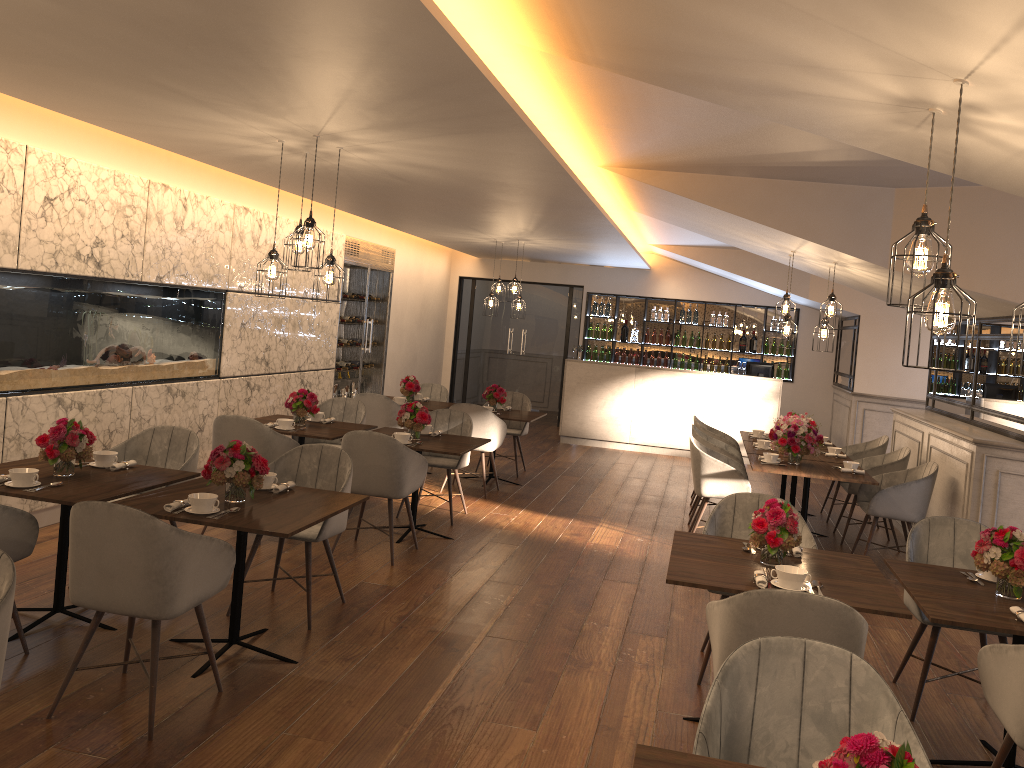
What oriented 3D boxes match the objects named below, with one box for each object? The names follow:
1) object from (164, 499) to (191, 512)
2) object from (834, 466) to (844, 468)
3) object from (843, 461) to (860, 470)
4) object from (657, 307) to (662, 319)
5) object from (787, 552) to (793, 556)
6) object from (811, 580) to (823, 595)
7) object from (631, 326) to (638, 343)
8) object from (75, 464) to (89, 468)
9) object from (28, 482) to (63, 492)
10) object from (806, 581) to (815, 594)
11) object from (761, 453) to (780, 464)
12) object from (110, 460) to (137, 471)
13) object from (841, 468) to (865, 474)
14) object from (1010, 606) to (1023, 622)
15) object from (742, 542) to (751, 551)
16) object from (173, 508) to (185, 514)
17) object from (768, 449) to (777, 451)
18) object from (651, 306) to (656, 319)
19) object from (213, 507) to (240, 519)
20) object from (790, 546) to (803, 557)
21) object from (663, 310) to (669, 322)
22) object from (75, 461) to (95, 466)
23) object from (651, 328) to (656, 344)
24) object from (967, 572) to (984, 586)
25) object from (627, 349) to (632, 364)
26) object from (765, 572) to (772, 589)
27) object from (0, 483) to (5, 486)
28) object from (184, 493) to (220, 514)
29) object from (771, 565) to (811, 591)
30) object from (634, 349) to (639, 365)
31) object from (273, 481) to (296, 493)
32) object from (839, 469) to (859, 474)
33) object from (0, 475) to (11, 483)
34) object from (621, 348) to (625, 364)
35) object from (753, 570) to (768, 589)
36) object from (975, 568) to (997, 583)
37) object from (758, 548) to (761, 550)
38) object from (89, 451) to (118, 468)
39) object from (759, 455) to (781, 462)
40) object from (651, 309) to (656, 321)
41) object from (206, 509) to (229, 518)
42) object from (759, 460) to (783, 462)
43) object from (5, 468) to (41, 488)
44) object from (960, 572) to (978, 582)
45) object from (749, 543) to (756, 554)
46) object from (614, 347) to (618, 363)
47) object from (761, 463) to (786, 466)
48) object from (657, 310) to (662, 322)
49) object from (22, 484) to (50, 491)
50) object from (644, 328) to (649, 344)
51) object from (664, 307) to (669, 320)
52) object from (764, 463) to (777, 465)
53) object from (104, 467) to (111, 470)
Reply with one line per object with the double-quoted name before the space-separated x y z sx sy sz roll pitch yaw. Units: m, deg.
"object" -1.463 0.530 3.892 0.056 0.039 0.176 6 4 12
"object" 2.660 0.671 7.056 0.197 0.015 0.043 6 4 9
"object" 2.656 0.650 6.941 0.148 0.072 0.149 3 4 -35
"object" 2.357 -1.127 14.100 0.069 0.208 0.040 5 1 12
"object" 1.263 0.761 4.046 0.025 0.024 0.193 5 4 12
"object" 1.205 0.802 3.465 0.043 0.015 0.197 5 4 8
"object" 1.968 -0.805 14.214 0.108 0.281 0.108 4 1 -32
"object" -2.232 0.426 4.660 0.022 0.004 0.211 6 4 12
"object" -2.140 0.471 4.063 0.043 0.015 0.197 6 4 16
"object" 1.171 0.804 3.480 0.022 0.004 0.211 6 4 12
"object" 2.057 0.591 7.038 0.148 0.072 0.149 3 4 -35
"object" -2.038 0.426 4.644 0.056 0.039 0.176 6 4 12
"object" 2.630 0.672 6.830 0.176 0.039 0.056 6 3 12
"object" 1.900 0.862 3.290 0.056 0.039 0.176 6 4 12
"object" 1.081 0.748 4.077 0.043 0.015 0.197 6 4 16
"object" -1.428 0.540 3.894 0.025 0.024 0.193 5 4 12
"object" 2.251 0.580 7.834 0.197 0.015 0.043 6 4 9
"object" 2.259 -1.137 14.122 0.069 0.208 0.040 5 1 12
"object" -1.239 0.563 3.862 0.043 0.015 0.197 5 4 8
"object" 1.300 0.757 4.048 0.056 0.039 0.176 6 4 12
"object" 2.452 -1.081 14.079 0.070 0.190 0.041 5 1 12
"object" -2.264 0.417 4.675 0.043 0.015 0.197 5 4 8
"object" 2.267 -0.766 14.150 0.065 0.261 0.066 5 1 -9
"object" 2.025 0.850 3.859 0.022 0.004 0.211 6 4 12
"object" 1.898 -0.440 14.230 0.065 0.261 0.066 5 1 -9
"object" 1.016 0.779 3.497 0.025 0.024 0.193 5 4 12
"object" -2.322 0.448 4.093 0.025 0.024 0.193 5 4 12
"object" -1.351 0.524 3.867 0.148 0.072 0.148 4 3 -10
"object" 1.093 0.763 3.471 0.148 0.072 0.149 4 4 -20
"object" 2.006 -0.429 14.206 0.065 0.261 0.066 5 1 -9
"object" -1.144 0.518 4.445 0.056 0.039 0.176 6 4 12
"object" 2.628 0.677 6.866 0.193 0.024 0.025 6 3 13
"object" -2.357 0.439 4.091 0.056 0.039 0.176 6 4 12
"object" 1.791 -0.451 14.254 0.065 0.261 0.066 5 1 -9
"object" 0.981 0.769 3.495 0.056 0.039 0.176 6 4 12
"object" 2.109 0.822 3.868 0.148 0.072 0.149 4 4 -20
"object" 1.190 0.728 4.073 0.148 0.072 0.149 4 4 -20
"object" -2.147 0.398 4.669 0.148 0.072 0.148 4 3 -10
"object" 2.080 0.602 7.149 0.176 0.039 0.056 6 3 12
"object" 2.256 -1.101 14.123 0.070 0.190 0.041 5 1 12
"object" -1.273 0.565 3.877 0.022 0.004 0.211 6 4 12
"object" 2.081 0.612 7.113 0.193 0.024 0.025 6 3 13
"object" -2.244 0.433 4.067 0.148 0.072 0.148 4 3 -10
"object" 2.000 0.841 3.872 0.043 0.015 0.197 6 4 16
"object" 1.106 0.756 4.064 0.022 0.004 0.211 6 4 12
"object" 1.683 -0.462 14.278 0.065 0.261 0.066 5 1 -9
"object" 2.048 0.628 6.923 0.197 0.015 0.043 6 4 9
"object" 2.354 -1.091 14.101 0.070 0.190 0.041 5 1 12
"object" -2.166 0.474 4.076 0.022 0.004 0.211 6 4 12
"object" 2.159 -0.777 14.174 0.065 0.261 0.066 5 1 -9
"object" 2.455 -1.117 14.078 0.069 0.208 0.040 5 1 12
"object" 2.062 0.632 6.956 0.211 0.004 0.022 6 4 12
"object" -2.074 0.430 4.643 0.025 0.024 0.193 5 4 12
